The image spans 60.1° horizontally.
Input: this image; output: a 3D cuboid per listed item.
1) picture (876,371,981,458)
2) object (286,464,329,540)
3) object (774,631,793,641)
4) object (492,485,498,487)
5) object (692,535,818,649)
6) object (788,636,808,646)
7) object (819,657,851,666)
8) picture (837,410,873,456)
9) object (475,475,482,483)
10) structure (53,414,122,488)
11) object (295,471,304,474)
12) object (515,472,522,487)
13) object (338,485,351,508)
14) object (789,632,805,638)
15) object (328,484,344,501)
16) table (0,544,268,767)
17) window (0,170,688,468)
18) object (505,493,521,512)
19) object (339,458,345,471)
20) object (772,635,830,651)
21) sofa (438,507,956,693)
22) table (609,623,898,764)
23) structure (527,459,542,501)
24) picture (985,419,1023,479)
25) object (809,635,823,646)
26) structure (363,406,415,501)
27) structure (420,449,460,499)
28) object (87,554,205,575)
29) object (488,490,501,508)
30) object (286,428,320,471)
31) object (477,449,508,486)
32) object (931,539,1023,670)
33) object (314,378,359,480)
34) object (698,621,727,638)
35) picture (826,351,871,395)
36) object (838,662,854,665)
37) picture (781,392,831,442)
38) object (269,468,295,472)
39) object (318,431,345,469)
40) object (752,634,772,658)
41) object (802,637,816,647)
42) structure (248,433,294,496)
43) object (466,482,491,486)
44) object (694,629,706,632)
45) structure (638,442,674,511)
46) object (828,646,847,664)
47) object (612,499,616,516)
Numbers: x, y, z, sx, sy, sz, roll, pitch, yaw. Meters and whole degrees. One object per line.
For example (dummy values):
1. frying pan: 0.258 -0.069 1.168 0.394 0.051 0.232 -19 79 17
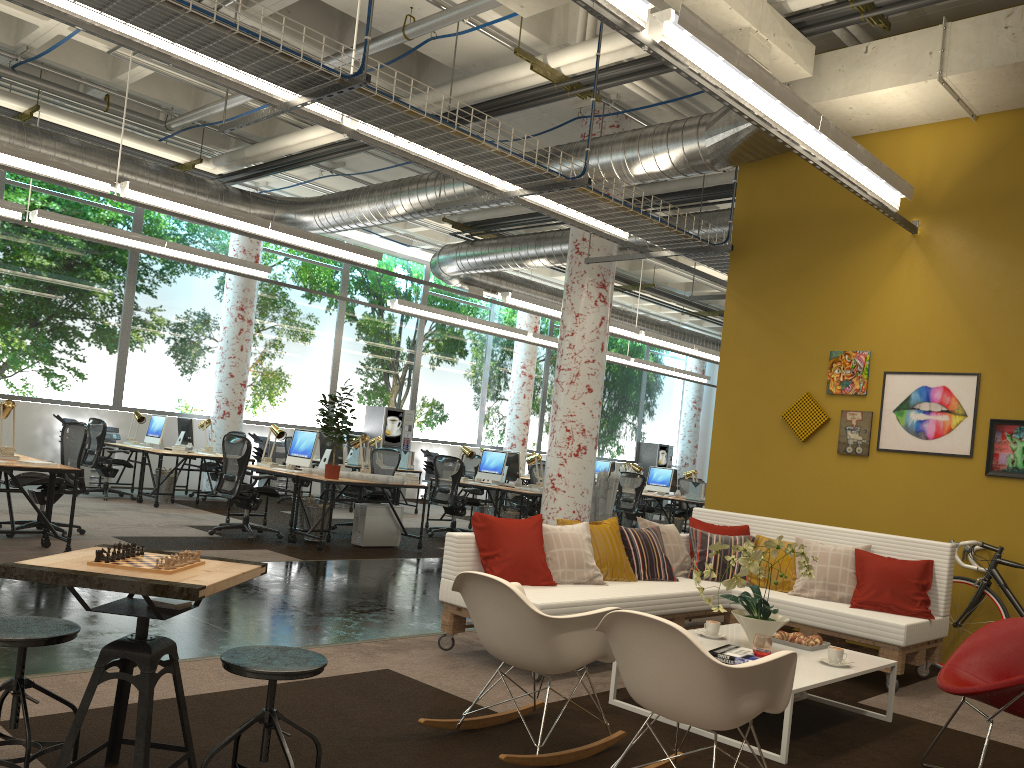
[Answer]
1. picture: 3.186 0.224 6.804 0.704 0.632 0.018 3 -3 44
2. object: -2.330 1.270 10.107 0.846 0.932 0.105 4 -2 39
3. object: 1.546 1.444 5.065 0.135 0.061 0.072 8 -3 -26
4. object: -0.226 1.377 12.001 0.059 0.029 0.106 3 -5 45
5. object: 1.333 1.123 4.790 0.791 0.615 0.417 8 -3 -34
6. object: 1.593 1.443 4.971 0.070 0.059 0.131 7 -4 -24
7. object: 1.671 1.443 4.585 0.160 0.020 0.161 5 -4 8
8. picture: 2.776 0.395 7.167 0.251 0.355 0.027 4 -2 44
9. object: -0.478 1.309 12.655 0.101 0.209 0.101 6 -2 -1
10. structure: -6.445 1.043 13.498 0.502 1.056 1.062 4 -3 44
11. object: -2.328 0.965 9.694 0.059 0.029 0.106 3 -5 45
12. object: 0.100 1.370 12.663 0.101 0.209 0.101 6 -2 -1
13. object: -2.747 1.835 14.727 0.358 0.434 0.354 4 -3 40
14. object: 1.655 1.461 5.115 0.064 0.055 0.120 7 -4 -24
15. object: -3.102 1.867 15.686 0.353 0.434 0.369 6 -2 -11
16. table: -1.259 0.974 2.933 0.625 0.758 0.617 6 -2 4
17. window: -4.026 -1.064 16.304 0.050 3.758 26.303 5 -4 44
18. object: -1.221 2.140 16.686 3.421 0.436 0.365 9 -4 -37
19. object: -2.002 0.959 10.356 0.101 0.209 0.101 6 -2 -1
20. object: 1.637 1.471 5.046 0.267 0.026 0.268 2 -6 44
21. sofa: 1.270 1.340 5.662 2.014 0.930 2.866 3 -5 44
22. table: 1.307 1.591 4.729 0.983 0.330 1.267 2 -5 44
23. structure: 0.746 2.353 21.057 0.502 1.056 1.062 4 -3 44
24. picture: 3.673 0.470 6.319 0.501 0.418 0.042 3 -3 44
25. object: 1.738 1.465 5.056 0.072 0.062 0.136 6 -4 1
26. structure: -2.504 1.380 17.606 0.637 1.808 0.753 5 -2 44
27. structure: -1.485 1.947 18.713 0.502 1.056 1.062 4 -3 44
28. object: -1.208 0.595 2.944 0.273 0.012 0.274 6 -4 4
29. object: -0.362 2.366 18.561 0.358 0.434 0.354 4 -3 40
30. object: -2.364 0.761 10.073 0.483 0.485 0.190 4 -3 44
31. object: -0.262 1.173 12.380 0.483 0.485 0.190 4 -3 44
32. object: 3.564 1.560 5.948 0.403 1.038 1.733 7 -3 -40
33. object: -1.865 0.462 9.318 0.512 1.076 0.440 5 -2 35
34. object: 1.130 1.380 4.985 0.161 0.090 0.160 7 -4 -22
35. picture: 2.753 -0.092 7.248 0.330 0.355 0.027 4 -2 44
36. object: 1.721 1.438 4.551 0.132 0.011 0.027 8 -4 -29
37. picture: 2.472 0.278 7.458 0.423 0.424 0.048 4 -3 44
38. object: -2.559 0.964 9.926 0.438 0.017 0.119 2 -6 44
39. object: -2.189 0.820 10.636 0.483 0.485 0.190 4 -3 44
40. object: 1.234 1.292 4.364 0.094 0.106 0.095 6 -2 5
41. object: 1.666 1.452 4.982 0.064 0.055 0.120 7 -4 -24
42. structure: -4.223 1.448 15.837 0.502 1.056 1.062 4 -3 44
43. object: -0.458 1.376 12.233 0.438 0.017 0.119 2 -6 44
44. object: 1.098 1.407 5.038 0.132 0.011 0.028 6 -4 -1
45. structure: 3.908 2.548 24.342 0.637 1.808 0.753 5 -2 44
46. object: 1.678 1.406 4.587 0.086 0.085 0.079 7 -3 -17
47. object: 2.222 2.740 19.948 0.358 0.434 0.354 4 -3 40
